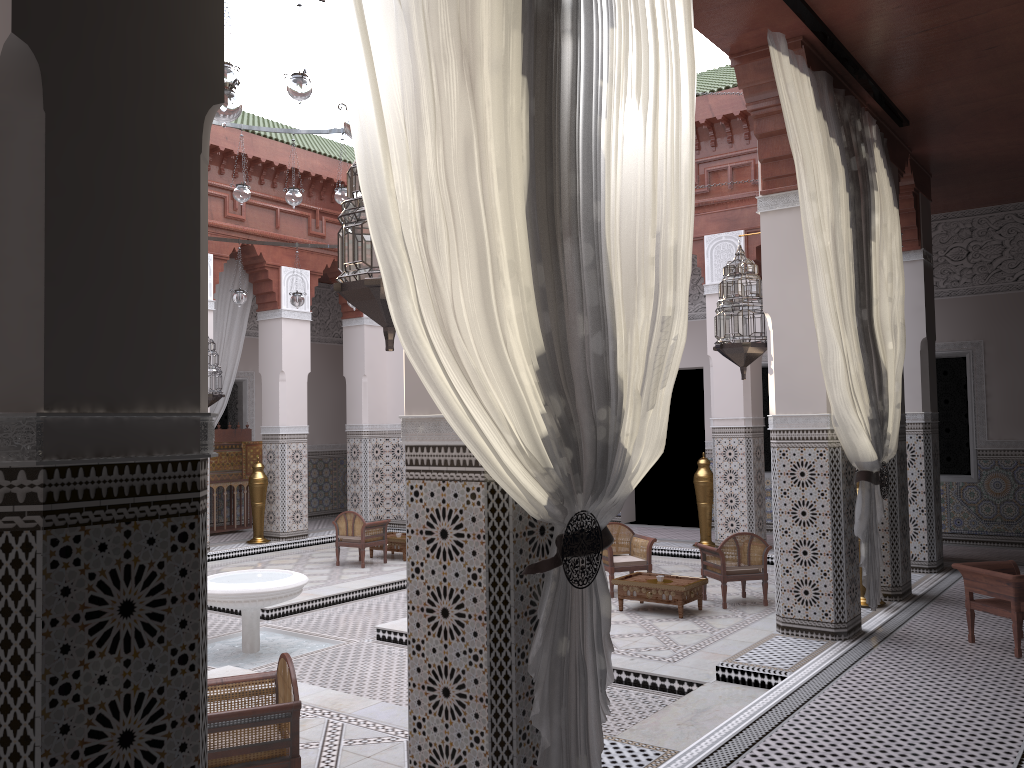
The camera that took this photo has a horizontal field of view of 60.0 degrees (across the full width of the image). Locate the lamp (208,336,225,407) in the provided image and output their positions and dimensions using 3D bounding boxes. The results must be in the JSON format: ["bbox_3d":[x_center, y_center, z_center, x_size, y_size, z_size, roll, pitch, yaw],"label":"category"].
[{"bbox_3d":[-1.796,-0.120,5.179,0.217,0.618,0.216,-3,-3,36],"label":"lamp"}]

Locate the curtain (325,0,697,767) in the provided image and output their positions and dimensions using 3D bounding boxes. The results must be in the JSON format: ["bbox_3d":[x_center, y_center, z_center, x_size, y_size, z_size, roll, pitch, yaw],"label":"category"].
[{"bbox_3d":[0.089,-0.178,1.505,0.129,1.764,1.303,-3,-3,36],"label":"curtain"}]

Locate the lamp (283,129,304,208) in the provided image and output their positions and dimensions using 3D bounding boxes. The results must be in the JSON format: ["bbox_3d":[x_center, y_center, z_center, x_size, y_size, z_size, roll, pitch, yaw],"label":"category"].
[{"bbox_3d":[-1.014,-0.997,4.119,0.090,0.371,0.091,-3,-3,31],"label":"lamp"}]

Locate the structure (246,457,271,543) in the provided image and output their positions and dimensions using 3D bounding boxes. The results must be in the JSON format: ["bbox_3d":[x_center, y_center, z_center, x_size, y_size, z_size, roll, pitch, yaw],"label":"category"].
[{"bbox_3d":[-1.623,0.738,5.671,0.156,0.539,0.156,-3,-4,42],"label":"structure"}]

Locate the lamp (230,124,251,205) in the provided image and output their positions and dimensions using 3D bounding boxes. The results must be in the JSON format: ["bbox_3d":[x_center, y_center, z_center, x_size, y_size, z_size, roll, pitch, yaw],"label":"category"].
[{"bbox_3d":[-1.235,-0.997,4.041,0.090,0.371,0.091,-2,-3,11],"label":"lamp"}]

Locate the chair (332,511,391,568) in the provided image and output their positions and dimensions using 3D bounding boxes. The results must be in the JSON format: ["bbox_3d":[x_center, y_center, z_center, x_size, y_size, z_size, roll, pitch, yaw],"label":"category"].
[{"bbox_3d":[-0.856,0.871,5.047,0.263,0.313,0.208,-3,-3,32],"label":"chair"}]

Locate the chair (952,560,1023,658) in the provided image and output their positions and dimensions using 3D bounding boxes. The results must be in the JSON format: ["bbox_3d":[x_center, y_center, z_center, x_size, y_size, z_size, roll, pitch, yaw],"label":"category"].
[{"bbox_3d":[1.576,0.701,2.782,0.234,0.252,0.259,0,-3,-14],"label":"chair"}]

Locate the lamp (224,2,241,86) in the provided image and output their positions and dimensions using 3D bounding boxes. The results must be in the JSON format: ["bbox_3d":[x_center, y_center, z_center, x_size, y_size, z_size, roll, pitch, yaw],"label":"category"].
[{"bbox_3d":[-0.884,-1.066,2.695,0.091,0.371,0.090,-1,-3,1],"label":"lamp"}]

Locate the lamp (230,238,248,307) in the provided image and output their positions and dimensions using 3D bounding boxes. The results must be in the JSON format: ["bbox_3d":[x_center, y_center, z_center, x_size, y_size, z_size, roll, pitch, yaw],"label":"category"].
[{"bbox_3d":[-1.475,-0.599,4.792,0.090,0.371,0.091,-2,-3,21],"label":"lamp"}]

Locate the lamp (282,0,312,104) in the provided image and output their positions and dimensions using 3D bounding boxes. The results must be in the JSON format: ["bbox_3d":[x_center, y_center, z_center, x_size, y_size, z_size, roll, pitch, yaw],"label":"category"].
[{"bbox_3d":[-0.674,-1.065,2.788,0.091,0.371,0.090,0,-3,-19],"label":"lamp"}]

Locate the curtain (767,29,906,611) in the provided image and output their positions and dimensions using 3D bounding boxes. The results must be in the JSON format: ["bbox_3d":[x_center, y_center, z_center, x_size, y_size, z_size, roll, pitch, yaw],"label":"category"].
[{"bbox_3d":[1.179,-0.126,2.985,0.137,1.761,1.304,-3,-3,36],"label":"curtain"}]

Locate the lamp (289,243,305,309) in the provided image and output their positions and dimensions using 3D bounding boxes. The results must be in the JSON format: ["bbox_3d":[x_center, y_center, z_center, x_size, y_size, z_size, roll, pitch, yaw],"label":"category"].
[{"bbox_3d":[-1.192,-0.598,4.925,0.090,0.371,0.091,-3,-3,36],"label":"lamp"}]

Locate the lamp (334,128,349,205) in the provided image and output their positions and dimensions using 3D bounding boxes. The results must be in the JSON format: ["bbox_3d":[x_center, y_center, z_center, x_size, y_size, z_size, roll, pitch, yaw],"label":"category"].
[{"bbox_3d":[-0.783,-1.001,4.120,0.091,0.371,0.090,1,-3,-39],"label":"lamp"}]

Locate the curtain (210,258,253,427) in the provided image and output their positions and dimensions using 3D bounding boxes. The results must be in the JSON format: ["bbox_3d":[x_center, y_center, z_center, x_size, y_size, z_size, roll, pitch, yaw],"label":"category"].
[{"bbox_3d":[-2.083,0.041,5.389,0.048,1.761,1.304,-3,-3,36],"label":"curtain"}]

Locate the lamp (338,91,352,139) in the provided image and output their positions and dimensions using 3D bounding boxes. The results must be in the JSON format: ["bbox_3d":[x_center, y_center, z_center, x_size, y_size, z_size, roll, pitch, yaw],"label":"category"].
[{"bbox_3d":[-0.359,-0.744,2.085,0.091,0.371,0.090,1,-3,-39],"label":"lamp"}]

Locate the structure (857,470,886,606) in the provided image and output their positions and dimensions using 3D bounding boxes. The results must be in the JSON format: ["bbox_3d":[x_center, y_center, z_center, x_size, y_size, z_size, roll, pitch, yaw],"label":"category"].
[{"bbox_3d":[1.372,0.585,3.478,0.156,0.539,0.156,1,-3,-37],"label":"structure"}]

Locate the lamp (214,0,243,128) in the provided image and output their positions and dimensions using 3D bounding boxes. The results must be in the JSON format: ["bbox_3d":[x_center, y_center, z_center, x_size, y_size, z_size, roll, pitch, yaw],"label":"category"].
[{"bbox_3d":[-0.634,-0.746,1.938,0.091,0.371,0.090,1,-3,-39],"label":"lamp"}]

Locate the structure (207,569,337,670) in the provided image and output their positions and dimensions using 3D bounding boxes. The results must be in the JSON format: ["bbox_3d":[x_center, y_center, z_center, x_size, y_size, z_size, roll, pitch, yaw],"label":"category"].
[{"bbox_3d":[-0.992,0.894,3.398,0.501,0.310,0.528,-3,-3,36],"label":"structure"}]

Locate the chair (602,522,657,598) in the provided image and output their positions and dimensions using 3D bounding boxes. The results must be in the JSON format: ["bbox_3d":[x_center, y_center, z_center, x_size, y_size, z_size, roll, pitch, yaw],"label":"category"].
[{"bbox_3d":[0.505,0.803,4.087,0.263,0.313,0.208,0,-3,-18],"label":"chair"}]

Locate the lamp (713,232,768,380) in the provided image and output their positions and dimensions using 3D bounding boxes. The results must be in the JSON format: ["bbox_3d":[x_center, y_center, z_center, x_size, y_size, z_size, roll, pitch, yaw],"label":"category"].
[{"bbox_3d":[0.840,-0.291,3.236,0.221,0.552,0.216,-3,-3,36],"label":"lamp"}]

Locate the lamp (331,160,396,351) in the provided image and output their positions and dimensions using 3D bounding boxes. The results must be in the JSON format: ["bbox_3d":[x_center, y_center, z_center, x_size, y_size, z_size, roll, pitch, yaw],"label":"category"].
[{"bbox_3d":[-0.244,-0.341,1.760,0.221,0.552,0.216,-3,-3,36],"label":"lamp"}]

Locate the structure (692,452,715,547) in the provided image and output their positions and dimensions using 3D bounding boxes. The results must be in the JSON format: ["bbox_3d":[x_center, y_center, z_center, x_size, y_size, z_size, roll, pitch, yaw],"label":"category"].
[{"bbox_3d":[1.118,0.666,5.141,0.156,0.539,0.156,-1,-3,-3],"label":"structure"}]

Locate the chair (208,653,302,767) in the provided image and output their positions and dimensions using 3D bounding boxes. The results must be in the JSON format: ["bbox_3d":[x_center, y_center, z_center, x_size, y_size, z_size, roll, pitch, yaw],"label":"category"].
[{"bbox_3d":[-0.548,0.714,1.785,0.208,0.313,0.263,0,-3,-23],"label":"chair"}]

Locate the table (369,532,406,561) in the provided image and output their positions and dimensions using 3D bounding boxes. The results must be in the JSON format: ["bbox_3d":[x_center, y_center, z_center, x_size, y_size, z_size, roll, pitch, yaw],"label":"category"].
[{"bbox_3d":[-0.678,0.966,5.293,0.330,0.142,0.229,-3,-3,36],"label":"table"}]

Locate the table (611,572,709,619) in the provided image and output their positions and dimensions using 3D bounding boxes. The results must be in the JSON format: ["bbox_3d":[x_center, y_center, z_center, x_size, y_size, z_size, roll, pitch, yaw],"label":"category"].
[{"bbox_3d":[0.614,0.868,3.676,0.330,0.142,0.229,-3,-3,36],"label":"table"}]

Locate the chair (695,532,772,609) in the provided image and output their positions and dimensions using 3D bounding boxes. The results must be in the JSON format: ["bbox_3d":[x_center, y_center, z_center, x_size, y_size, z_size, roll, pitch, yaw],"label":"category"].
[{"bbox_3d":[0.950,0.782,3.803,0.263,0.313,0.208,0,-3,-13],"label":"chair"}]

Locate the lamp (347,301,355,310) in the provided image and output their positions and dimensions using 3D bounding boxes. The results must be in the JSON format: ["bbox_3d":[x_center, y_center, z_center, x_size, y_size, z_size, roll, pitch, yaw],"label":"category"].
[{"bbox_3d":[-0.891,-0.599,5.003,0.090,0.371,0.091,-3,-3,36],"label":"lamp"}]
